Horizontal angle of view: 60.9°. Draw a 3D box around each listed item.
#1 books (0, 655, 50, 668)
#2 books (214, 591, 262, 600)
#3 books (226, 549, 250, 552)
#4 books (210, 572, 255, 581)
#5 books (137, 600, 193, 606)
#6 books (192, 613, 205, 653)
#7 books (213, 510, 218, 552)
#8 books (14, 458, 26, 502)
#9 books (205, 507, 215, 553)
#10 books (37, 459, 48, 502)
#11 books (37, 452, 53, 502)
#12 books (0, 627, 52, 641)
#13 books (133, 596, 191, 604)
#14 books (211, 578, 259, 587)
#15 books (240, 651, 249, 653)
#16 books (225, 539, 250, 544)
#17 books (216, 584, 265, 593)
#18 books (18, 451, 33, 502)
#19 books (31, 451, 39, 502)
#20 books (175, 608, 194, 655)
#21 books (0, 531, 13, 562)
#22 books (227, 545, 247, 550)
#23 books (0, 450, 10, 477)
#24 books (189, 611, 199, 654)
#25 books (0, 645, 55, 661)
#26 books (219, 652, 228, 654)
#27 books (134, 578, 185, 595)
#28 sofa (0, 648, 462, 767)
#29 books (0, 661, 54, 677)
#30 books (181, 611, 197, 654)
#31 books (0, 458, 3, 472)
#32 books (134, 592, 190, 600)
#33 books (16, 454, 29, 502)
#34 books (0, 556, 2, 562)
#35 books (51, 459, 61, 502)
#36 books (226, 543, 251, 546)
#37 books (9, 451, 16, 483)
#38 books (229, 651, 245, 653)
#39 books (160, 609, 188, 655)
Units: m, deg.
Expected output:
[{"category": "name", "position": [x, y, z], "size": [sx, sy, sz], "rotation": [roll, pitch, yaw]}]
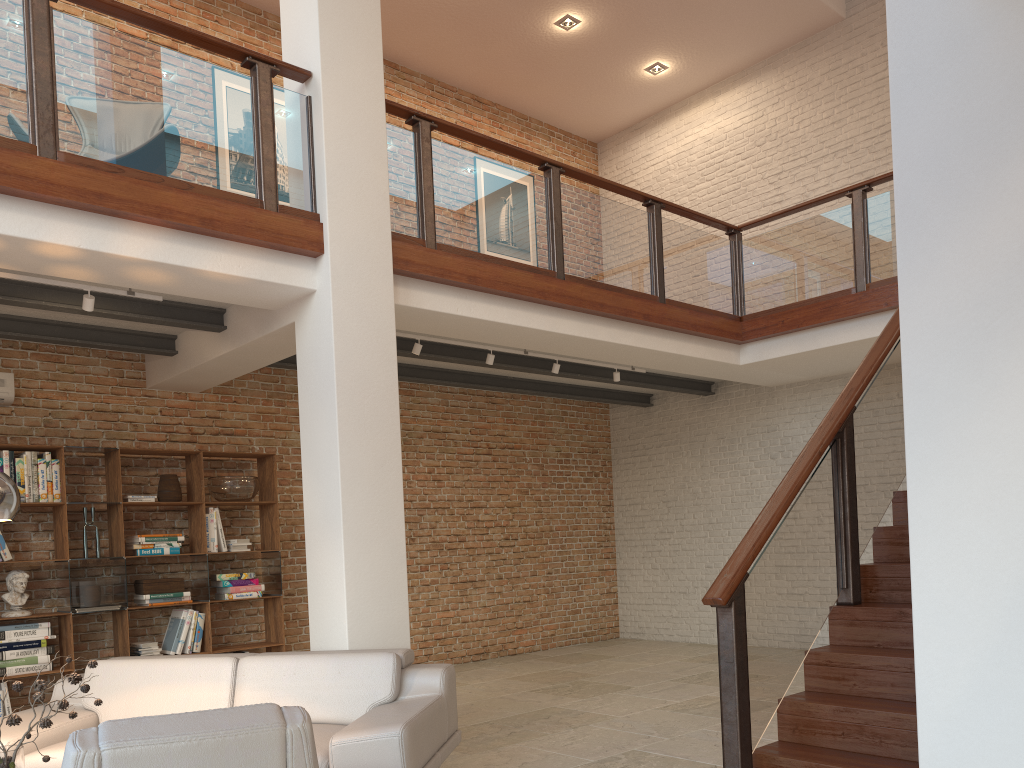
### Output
[{"category": "books", "position": [-3.655, 2.048, 6.461], "size": [0.363, 0.055, 0.286], "rotation": [6, -13, -39]}, {"category": "books", "position": [-2.392, 1.844, 7.606], "size": [0.327, 0.055, 0.258], "rotation": [6, -13, -39]}, {"category": "books", "position": [-2.402, 1.454, 7.615], "size": [0.171, 0.018, 0.240], "rotation": [4, -12, -33]}, {"category": "books", "position": [-2.434, 1.676, 7.589], "size": [0.327, 0.055, 0.259], "rotation": [4, -12, -32]}, {"category": "books", "position": [-2.863, 1.805, 7.185], "size": [0.357, 0.020, 0.275], "rotation": [7, -14, -43]}, {"category": "books", "position": [-2.677, 2.086, 7.333], "size": [0.116, 0.330, 0.257], "rotation": [-2, -3, -42]}, {"category": "books", "position": [-2.586, 1.266, 7.452], "size": [0.020, 0.355, 0.275], "rotation": [-3, -3, -42]}, {"category": "books", "position": [-3.677, 0.725, 6.468], "size": [0.055, 0.326, 0.257], "rotation": [-3, -3, -42]}, {"category": "books", "position": [-2.601, 1.248, 7.426], "size": [0.036, 0.380, 0.246], "rotation": [-3, -2, -42]}, {"category": "books", "position": [-3.571, 0.740, 6.575], "size": [0.055, 0.326, 0.257], "rotation": [-3, -3, -42]}, {"category": "books", "position": [-3.540, 0.718, 6.611], "size": [0.036, 0.380, 0.246], "rotation": [-3, -2, -42]}, {"category": "books", "position": [-3.660, 1.849, 6.468], "size": [0.247, 0.063, 0.381], "rotation": [-11, -13, 41]}, {"category": "books", "position": [-2.884, 1.778, 7.187], "size": [0.247, 0.036, 0.381], "rotation": [-12, -14, 42]}, {"category": "books", "position": [-2.419, 1.733, 7.601], "size": [0.327, 0.055, 0.258], "rotation": [6, -13, -41]}, {"category": "books", "position": [-2.340, 2.522, 7.615], "size": [0.069, 0.381, 0.246], "rotation": [-3, -2, -42]}, {"category": "books", "position": [-2.401, 1.373, 7.598], "size": [0.208, 0.033, 0.133], "rotation": [-10, -12, 37]}, {"category": "books", "position": [-2.376, 1.791, 7.623], "size": [0.258, 0.055, 0.328], "rotation": [-12, -13, 42]}, {"category": "books", "position": [-3.647, 0.709, 6.534], "size": [0.036, 0.380, 0.246], "rotation": [-3, -2, -42]}, {"category": "books", "position": [-3.610, 0.710, 6.549], "size": [0.036, 0.380, 0.246], "rotation": [-3, -2, -42]}, {"category": "books", "position": [-2.763, 2.056, 7.251], "size": [0.161, 0.369, 0.246], "rotation": [-1, -3, -42]}, {"category": "books", "position": [-3.777, 1.139, 6.375], "size": [0.158, 0.326, 0.257], "rotation": [-1, -4, -42]}, {"category": "books", "position": [-2.399, 1.425, 7.598], "size": [0.132, 0.033, 0.209], "rotation": [3, -12, -32]}, {"category": "books", "position": [-3.743, 0.692, 6.415], "size": [0.036, 0.380, 0.246], "rotation": [-3, -2, -42]}, {"category": "books", "position": [-2.720, 2.077, 7.315], "size": [0.097, 0.351, 0.275], "rotation": [-2, -3, -42]}, {"category": "books", "position": [-3.639, 1.987, 6.456], "size": [0.246, 0.063, 0.382], "rotation": [-9, -12, 34]}, {"category": "books", "position": [-2.440, 2.511, 7.534], "size": [0.069, 0.381, 0.246], "rotation": [-3, -2, -42]}, {"category": "books", "position": [-2.891, 1.657, 7.150], "size": [0.336, 0.117, 0.216], "rotation": [6, -11, -42]}, {"category": "sofa", "position": [-1.512, 1.822, 4.525], "size": [2.333, 0.748, 1.159], "rotation": [-4, -7, 8]}, {"category": "books", "position": [-3.639, 2.104, 6.447], "size": [0.247, 0.063, 0.381], "rotation": [-11, -13, 41]}, {"category": "books", "position": [-2.730, 2.071, 7.294], "size": [0.097, 0.351, 0.275], "rotation": [-2, -3, -42]}, {"category": "books", "position": [-3.791, 0.718, 6.399], "size": [0.055, 0.326, 0.257], "rotation": [-3, -3, -42]}, {"category": "books", "position": [-2.874, 1.734, 7.151], "size": [0.381, 0.036, 0.247], "rotation": [7, -14, -43]}, {"category": "books", "position": [-3.659, 0.717, 6.504], "size": [0.020, 0.355, 0.275], "rotation": [-3, -3, -42]}, {"category": "books", "position": [-3.823, 1.128, 6.354], "size": [0.124, 0.345, 0.275], "rotation": [-2, -3, -42]}, {"category": "books", "position": [-3.513, 0.752, 6.657], "size": [0.055, 0.326, 0.257], "rotation": [-3, -3, -42]}, {"category": "books", "position": [-2.397, 1.400, 7.607], "size": [0.171, 0.018, 0.240], "rotation": [5, -13, -38]}, {"category": "books", "position": [-3.723, 0.697, 6.448], "size": [0.036, 0.380, 0.246], "rotation": [-3, -2, -42]}, {"category": "books", "position": [-2.374, 2.520, 7.599], "size": [0.069, 0.381, 0.246], "rotation": [-3, -2, -42]}, {"category": "books", "position": [-2.810, 2.058, 7.240], "size": [0.163, 0.368, 0.246], "rotation": [-1, -3, -42]}]
